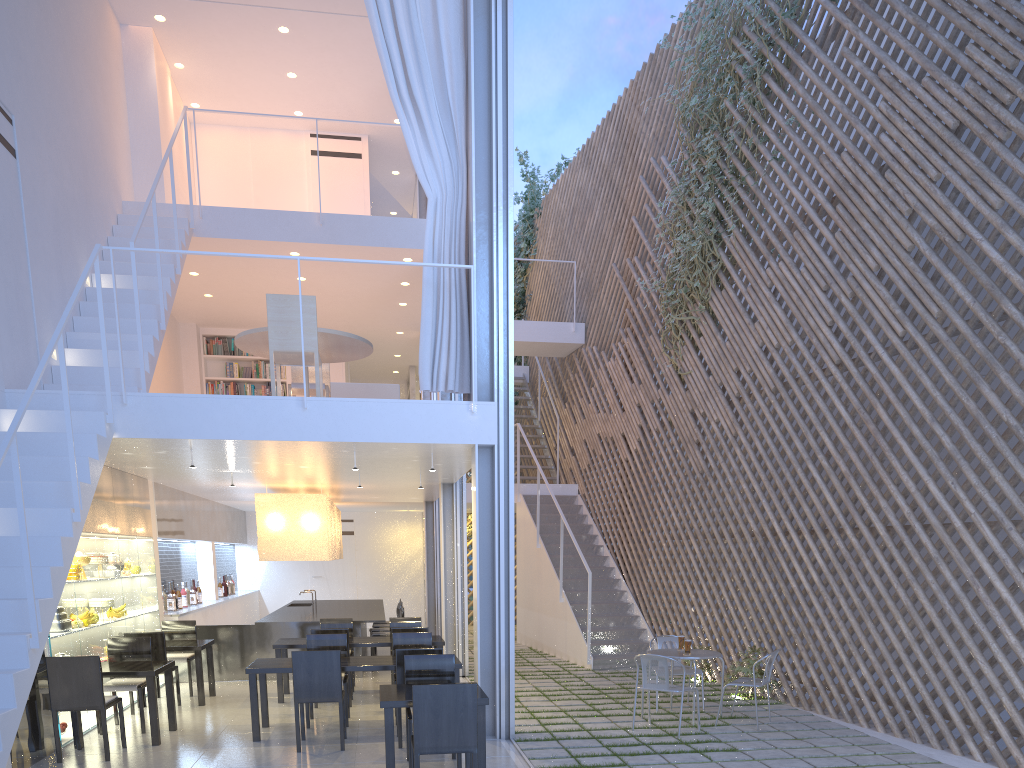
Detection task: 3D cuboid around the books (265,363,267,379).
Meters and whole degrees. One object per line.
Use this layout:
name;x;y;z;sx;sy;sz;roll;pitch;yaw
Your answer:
books;-2.023;0.352;5.154;0.025;1.673;3.577;0;-7;1

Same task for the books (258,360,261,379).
books;-2.055;-0.108;6.714;0.011;0.157;0.080;-2;6;-10

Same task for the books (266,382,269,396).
books;-1.999;0.070;6.747;0.015;0.156;0.085;-2;5;-10

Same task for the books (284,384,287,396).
books;-1.862;0.079;6.771;0.020;0.148;0.081;-2;5;-10

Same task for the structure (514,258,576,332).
structure;-0.029;-0.753;6.866;1.140;0.584;0.026;1;10;-9

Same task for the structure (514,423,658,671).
structure;0.229;1.177;6.408;1.182;1.994;1.940;-2;0;-16

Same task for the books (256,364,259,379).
books;-2.048;0.356;5.157;0.030;1.666;3.552;0;-7;-1

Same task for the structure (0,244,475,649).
structure;-0.710;0.291;2.558;1.365;1.826;1.416;-1;2;-9

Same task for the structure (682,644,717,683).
structure;1.197;1.761;5.192;0.266;0.265;0.260;0;0;-2

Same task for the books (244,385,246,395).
books;-2.174;0.079;6.719;0.006;0.126;0.093;-2;3;-10

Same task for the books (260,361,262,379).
books;-2.017;0.346;5.163;0.023;1.690;3.543;0;-7;-1

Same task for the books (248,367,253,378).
books;-2.133;-0.082;6.715;0.040;0.103;0.061;-1;5;-9

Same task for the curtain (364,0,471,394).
curtain;-0.425;-1.189;3.147;0.514;2.480;0.092;-2;10;-12

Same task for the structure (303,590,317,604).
structure;-1.746;1.836;7.101;0.113;0.127;0.033;0;9;-9

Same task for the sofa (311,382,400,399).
sofa;-0.961;0.278;5.148;0.500;0.368;0.988;0;-9;-9

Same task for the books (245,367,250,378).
books;-2.155;-0.082;6.713;0.040;0.103;0.061;-1;5;-9

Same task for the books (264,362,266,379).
books;-2.012;-0.099;6.716;0.008;0.137;0.093;-2;3;-10

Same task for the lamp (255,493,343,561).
lamp;-1.575;1.138;6.324;0.448;0.421;2.318;0;-11;-9

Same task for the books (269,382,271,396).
books;-1.979;0.071;6.753;0.011;0.157;0.080;-2;6;-10

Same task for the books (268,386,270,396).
books;-1.988;0.088;6.755;0.006;0.123;0.079;-2;4;-10

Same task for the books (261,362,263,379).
books;-2.025;0.347;5.161;0.024;1.686;3.551;0;-7;0

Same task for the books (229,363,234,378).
books;-2.132;0.343;5.108;0.039;1.664;3.598;-1;-7;-5

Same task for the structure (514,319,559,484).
structure;0.017;0.146;8.096;0.535;1.925;1.229;-3;4;-15

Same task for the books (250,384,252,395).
books;-2.129;0.077;6.725;0.007;0.131;0.094;-2;3;-10

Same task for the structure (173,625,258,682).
structure;-1.894;1.696;5.176;0.556;0.380;0.011;1;10;-9

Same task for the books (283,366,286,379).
books;-1.930;0.341;5.153;0.038;1.640;3.627;0;-8;2

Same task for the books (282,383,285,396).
books;-1.877;0.078;6.768;0.011;0.148;0.084;-2;5;-10

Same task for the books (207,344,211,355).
books;-2.436;-0.268;6.633;0.021;0.101;0.061;-2;4;-10

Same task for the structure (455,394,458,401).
structure;-0.208;0.047;4.247;0.028;0.552;1.707;-2;-9;-10

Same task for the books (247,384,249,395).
books;-2.148;0.077;6.722;0.015;0.131;0.093;-2;3;-10

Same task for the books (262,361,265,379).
books;-2.014;0.345;5.163;0.023;1.691;3.548;0;-7;0

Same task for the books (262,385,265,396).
books;-2.032;0.083;6.743;0.021;0.126;0.090;-2;3;-10

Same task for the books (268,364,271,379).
books;-1.982;0.320;5.144;0.029;1.606;3.599;0;-8;0

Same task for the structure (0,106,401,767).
structure;-1.010;-0.174;3.137;1.730;3.360;3.626;-1;-1;-9

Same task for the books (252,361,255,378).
books;-2.104;-0.104;6.708;0.015;0.145;0.076;-2;6;-10

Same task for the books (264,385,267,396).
books;-2.014;0.083;6.747;0.015;0.129;0.087;-2;4;-10

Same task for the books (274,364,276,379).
books;-1.970;0.338;5.138;0.037;1.641;3.636;0;-8;2

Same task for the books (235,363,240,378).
books;-2.133;0.349;5.126;0.030;1.668;3.570;-1;-7;-3

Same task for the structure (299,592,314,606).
structure;-1.692;1.768;6.771;0.113;0.127;0.033;0;9;-9

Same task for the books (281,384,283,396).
books;-1.888;0.079;6.765;0.010;0.144;0.087;-2;4;-10

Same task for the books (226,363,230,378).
books;-2.137;0.332;5.132;0.027;1.632;3.539;-1;-7;-6

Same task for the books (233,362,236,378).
books;-2.123;0.328;5.117;0.037;1.635;3.578;-1;-8;-4

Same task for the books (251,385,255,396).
books;-2.117;0.080;6.739;0.021;0.134;0.068;-2;6;-10

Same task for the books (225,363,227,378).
books;-2.171;0.336;5.114;0.080;1.641;3.567;-1;-7;-6

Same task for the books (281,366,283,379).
books;-1.950;0.350;5.151;0.037;1.666;3.628;0;-8;2

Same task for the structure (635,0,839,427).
structure;1.313;-1.209;4.725;0.739;2.773;2.323;-3;2;-18

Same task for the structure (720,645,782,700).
structure;1.319;1.597;4.558;0.295;0.329;0.313;0;0;-24

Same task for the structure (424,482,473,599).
structure;-0.495;1.704;9.053;1.144;2.048;0.277;-1;10;-9

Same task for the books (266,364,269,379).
books;-1.980;0.337;5.139;0.034;1.639;3.610;0;-8;0

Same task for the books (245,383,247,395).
books;-2.164;0.070;6.722;0.015;0.145;0.086;-2;5;-10

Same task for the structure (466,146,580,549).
structure;-0.113;0.189;9.655;1.115;4.615;3.235;-2;3;-12

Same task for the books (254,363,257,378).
books;-2.038;0.331;5.113;0.124;1.638;3.631;0;-8;-1
